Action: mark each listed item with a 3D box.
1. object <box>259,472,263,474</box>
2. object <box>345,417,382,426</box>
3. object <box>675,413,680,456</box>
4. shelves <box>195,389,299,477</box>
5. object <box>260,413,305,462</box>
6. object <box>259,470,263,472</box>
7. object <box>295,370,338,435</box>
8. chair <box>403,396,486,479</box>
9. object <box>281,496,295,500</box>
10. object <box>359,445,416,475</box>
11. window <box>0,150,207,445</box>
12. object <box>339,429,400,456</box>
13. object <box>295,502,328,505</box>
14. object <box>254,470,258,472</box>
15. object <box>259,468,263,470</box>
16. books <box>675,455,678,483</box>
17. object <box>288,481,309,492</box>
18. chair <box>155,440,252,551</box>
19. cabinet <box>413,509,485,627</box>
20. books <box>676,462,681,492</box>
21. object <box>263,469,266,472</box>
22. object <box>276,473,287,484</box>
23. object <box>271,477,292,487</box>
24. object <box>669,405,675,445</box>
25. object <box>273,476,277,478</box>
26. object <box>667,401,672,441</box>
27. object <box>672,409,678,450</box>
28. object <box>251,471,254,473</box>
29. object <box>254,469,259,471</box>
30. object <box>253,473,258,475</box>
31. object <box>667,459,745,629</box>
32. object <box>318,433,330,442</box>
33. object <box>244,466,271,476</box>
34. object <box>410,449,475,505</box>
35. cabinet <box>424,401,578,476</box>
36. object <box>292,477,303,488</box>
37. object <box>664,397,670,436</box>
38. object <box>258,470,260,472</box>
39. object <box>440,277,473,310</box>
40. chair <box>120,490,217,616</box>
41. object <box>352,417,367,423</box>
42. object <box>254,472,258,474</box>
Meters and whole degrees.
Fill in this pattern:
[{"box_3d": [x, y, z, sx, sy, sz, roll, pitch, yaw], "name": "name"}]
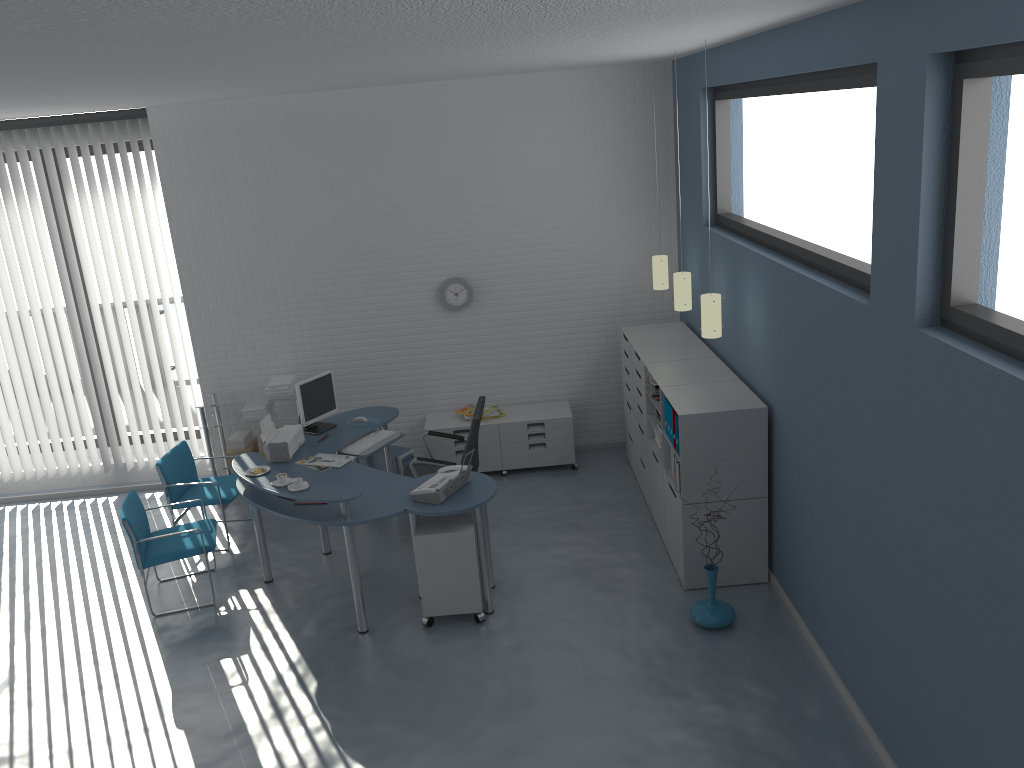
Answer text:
[{"box_3d": [-1.558, 0.550, 5.506, 0.027, 0.005, 0.025, -8, 17, -11], "name": "object"}, {"box_3d": [-1.130, 0.273, 6.770, 0.285, 0.026, 0.213, -1, 17, 12], "name": "object"}, {"box_3d": [1.081, 0.296, 5.327, 0.181, 0.247, 0.082, -5, 17, 0], "name": "object"}, {"box_3d": [-2.111, 0.496, 7.536, 0.896, 0.848, 0.441, -5, 17, 0], "name": "shelves"}, {"box_3d": [-1.612, 0.356, 6.206, 0.197, 0.273, 0.392, -4, 17, 4], "name": "object"}, {"box_3d": [-1.562, 0.542, 5.517, 0.025, 0.005, 0.027, -8, 17, -9], "name": "object"}, {"box_3d": [-1.489, 0.144, 6.624, 0.212, 0.417, 0.365, 5, 20, 31], "name": "object"}, {"box_3d": [-0.491, 0.630, 6.431, 0.652, 0.948, 0.584, -4, 17, 5], "name": "chair"}, {"box_3d": [-1.393, 0.695, 5.463, 0.178, 0.013, 0.013, 7, 21, 36], "name": "object"}, {"box_3d": [-1.000, 0.727, 7.179, 0.471, 0.422, 0.199, 6, 20, 33], "name": "object"}, {"box_3d": [-4.458, -0.674, 7.991, 3.635, 2.562, 0.008, -5, 17, 0], "name": "window"}, {"box_3d": [-1.041, 0.422, 6.484, 0.276, 0.028, 0.478, 4, 19, 29], "name": "object"}, {"box_3d": [-1.207, 0.718, 5.337, 0.200, 0.010, 0.011, -3, 17, 9], "name": "object"}, {"box_3d": [-1.595, 0.542, 5.530, 0.025, 0.005, 0.027, -4, 17, 4], "name": "object"}, {"box_3d": [-1.569, 0.534, 5.547, 0.025, 0.005, 0.027, 11, 23, 43], "name": "object"}, {"box_3d": [1.102, 0.528, 5.527, 0.166, 0.217, 0.038, -5, 17, 0], "name": "books"}, {"box_3d": [-1.257, 0.607, 5.223, 0.119, 0.016, 0.119, -12, 18, -21], "name": "object"}, {"box_3d": [-2.306, 0.829, 6.730, 0.543, 0.707, 0.542, -4, 17, 4], "name": "chair"}, {"box_3d": [-0.373, 1.085, 5.482, 0.383, 0.605, 0.559, -5, 17, 1], "name": "cabinet"}, {"box_3d": [1.102, 0.565, 5.461, 0.173, 0.184, 0.032, -5, 17, 0], "name": "books"}, {"box_3d": [-1.550, 0.540, 5.537, 0.025, 0.005, 0.027, -16, 20, -32], "name": "object"}, {"box_3d": [-1.377, 0.565, 5.316, 0.062, 0.049, 0.078, -8, 17, -10], "name": "object"}, {"box_3d": [-1.373, 0.590, 5.315, 0.119, 0.016, 0.119, 7, 21, 35], "name": "object"}, {"box_3d": [1.076, 0.248, 5.488, 0.181, 0.247, 0.082, -5, 17, 0], "name": "object"}, {"box_3d": [-1.424, 0.567, 5.394, 0.119, 0.021, 0.025, 12, 23, 44], "name": "object"}, {"box_3d": [1.073, 0.224, 5.568, 0.181, 0.247, 0.082, -5, 17, 0], "name": "object"}, {"box_3d": [1.079, 0.272, 5.408, 0.181, 0.247, 0.082, -5, 17, 0], "name": "object"}, {"box_3d": [-1.610, 0.549, 5.524, 0.027, 0.005, 0.025, 7, 20, 35], "name": "object"}, {"box_3d": [-1.600, 0.540, 5.552, 0.027, 0.005, 0.025, 9, 22, 39], "name": "object"}, {"box_3d": [-1.591, 0.554, 5.502, 0.027, 0.005, 0.025, -14, 19, -27], "name": "object"}, {"box_3d": [1.116, 0.918, 4.955, 0.312, 0.972, 0.357, -13, 18, -24], "name": "object"}, {"box_3d": [-1.372, 0.393, 6.464, 0.013, 0.013, 0.178, 0, 17, 17], "name": "object"}, {"box_3d": [-1.585, 0.545, 5.528, 0.162, 0.011, 0.162, 9, 22, 40], "name": "object"}, {"box_3d": [-0.397, 0.509, 5.323, 0.399, 0.280, 0.405, 4, 19, 28], "name": "object"}, {"box_3d": [-0.094, 0.489, 7.598, 1.259, 0.484, 0.447, -5, 17, -1], "name": "cabinet"}, {"box_3d": [-1.257, 0.582, 5.223, 0.062, 0.049, 0.078, 1, 18, 20], "name": "object"}, {"box_3d": [1.070, 0.201, 5.647, 0.181, 0.247, 0.082, -5, 17, 0], "name": "object"}, {"box_3d": [-1.576, 0.545, 5.529, 0.025, 0.005, 0.027, -10, 17, -15], "name": "object"}, {"box_3d": [-0.467, -0.758, 7.449, 0.279, 0.277, 0.041, -5, 17, 0], "name": "object"}, {"box_3d": [-2.243, 1.073, 5.897, 0.543, 0.707, 0.542, -10, 17, -15], "name": "chair"}, {"box_3d": [-1.164, 0.269, 6.766, 0.115, 0.035, 0.054, -2, 17, 9], "name": "object"}, {"box_3d": [-1.587, 0.550, 5.501, 0.027, 0.005, 0.025, -11, 18, -20], "name": "object"}]
